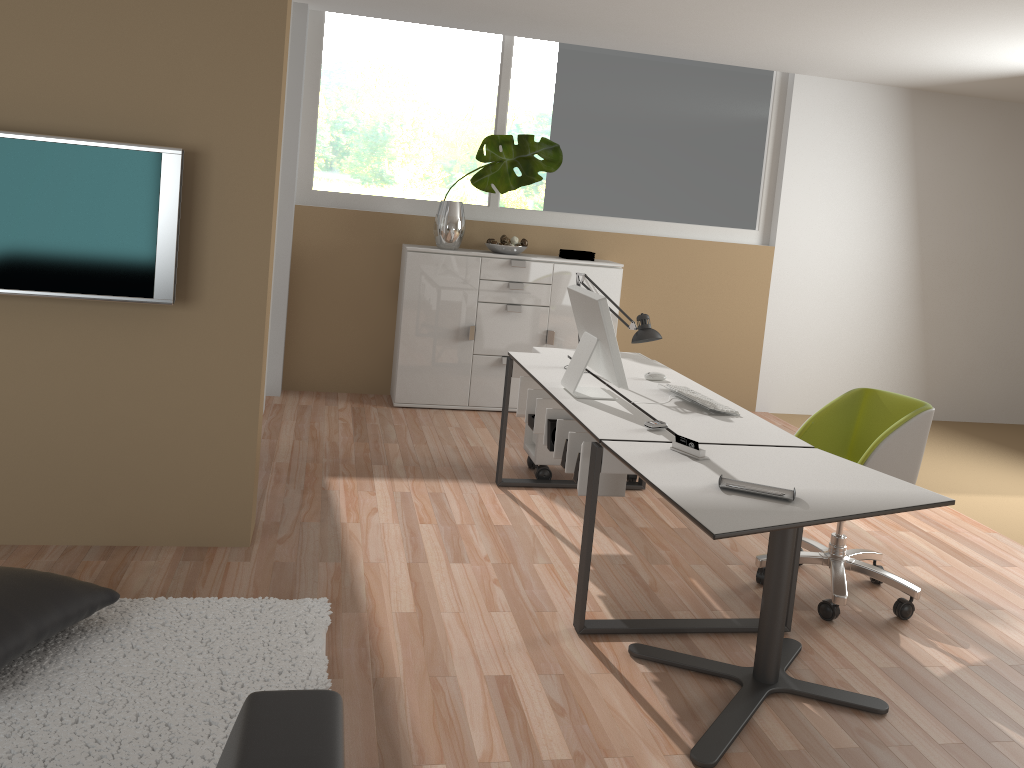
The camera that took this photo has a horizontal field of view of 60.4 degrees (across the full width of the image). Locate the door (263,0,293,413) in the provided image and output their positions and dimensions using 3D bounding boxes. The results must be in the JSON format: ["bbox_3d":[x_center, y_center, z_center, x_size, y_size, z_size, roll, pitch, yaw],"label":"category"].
[{"bbox_3d":[-1.357,-1.005,4.934,0.060,2.618,1.205,4,6,-12],"label":"door"}]

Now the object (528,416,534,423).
[{"bbox_3d":[0.150,0.162,3.951,0.133,0.002,0.121,3,12,-12],"label":"object"}]

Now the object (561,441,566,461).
[{"bbox_3d":[0.262,0.265,3.403,0.133,0.112,0.041,3,6,-12],"label":"object"}]

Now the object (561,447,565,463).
[{"bbox_3d":[0.263,0.266,3.398,0.133,0.112,0.041,3,6,-12],"label":"object"}]

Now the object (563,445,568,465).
[{"bbox_3d":[0.269,0.273,3.369,0.133,0.112,0.041,3,6,-12],"label":"object"}]

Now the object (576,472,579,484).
[{"bbox_3d":[0.306,0.314,3.185,0.133,0.112,0.041,3,6,-12],"label":"object"}]

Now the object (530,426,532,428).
[{"bbox_3d":[0.149,0.194,3.944,0.133,0.002,0.121,3,12,-12],"label":"object"}]

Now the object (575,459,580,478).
[{"bbox_3d":[0.302,0.310,3.205,0.133,0.112,0.041,3,6,-12],"label":"object"}]

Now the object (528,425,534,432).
[{"bbox_3d":[0.149,0.201,3.942,0.133,0.002,0.121,3,12,-12],"label":"object"}]

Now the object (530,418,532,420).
[{"bbox_3d":[0.150,0.159,3.952,0.133,0.002,0.121,3,12,-12],"label":"object"}]

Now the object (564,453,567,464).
[{"bbox_3d":[0.271,0.275,3.360,0.133,0.112,0.041,3,6,-12],"label":"object"}]

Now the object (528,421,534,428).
[{"bbox_3d":[0.149,0.182,3.946,0.133,0.002,0.121,3,12,-12],"label":"object"}]

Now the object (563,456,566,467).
[{"bbox_3d":[0.270,0.274,3.364,0.133,0.112,0.041,3,6,-12],"label":"object"}]

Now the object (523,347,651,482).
[{"bbox_3d":[0.418,0.174,4.804,0.620,0.668,0.313,4,6,-12],"label":"object"}]

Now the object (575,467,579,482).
[{"bbox_3d":[0.304,0.312,3.196,0.133,0.112,0.041,3,6,-12],"label":"object"}]

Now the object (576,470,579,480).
[{"bbox_3d":[0.305,0.313,3.189,0.133,0.112,0.041,3,6,-12],"label":"object"}]

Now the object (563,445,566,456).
[{"bbox_3d":[0.264,0.268,3.391,0.133,0.112,0.041,3,6,-12],"label":"object"}]

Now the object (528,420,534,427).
[{"bbox_3d":[0.149,0.180,3.947,0.133,0.002,0.121,3,12,-12],"label":"object"}]

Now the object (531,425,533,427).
[{"bbox_3d":[0.149,0.185,3.946,0.133,0.002,0.121,3,12,-12],"label":"object"}]

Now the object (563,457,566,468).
[{"bbox_3d":[0.270,0.274,3.362,0.133,0.112,0.041,3,6,-12],"label":"object"}]

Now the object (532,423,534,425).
[{"bbox_3d":[0.149,0.171,3.949,0.133,0.002,0.121,3,12,-12],"label":"object"}]

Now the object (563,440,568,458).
[{"bbox_3d":[0.266,0.269,3.385,0.133,0.112,0.040,3,6,-12],"label":"object"}]

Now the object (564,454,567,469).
[{"bbox_3d":[0.271,0.275,3.358,0.133,0.112,0.041,3,6,-12],"label":"object"}]

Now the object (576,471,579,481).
[{"bbox_3d":[0.306,0.314,3.187,0.133,0.112,0.041,3,6,-12],"label":"object"}]

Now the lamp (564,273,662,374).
[{"bbox_3d":[0.453,-0.221,4.061,0.546,0.523,0.140,13,9,43],"label":"lamp"}]

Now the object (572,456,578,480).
[{"bbox_3d":[0.297,0.304,3.232,0.133,0.112,0.041,3,6,-12],"label":"object"}]

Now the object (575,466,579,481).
[{"bbox_3d":[0.303,0.311,3.198,0.133,0.112,0.041,3,6,-12],"label":"object"}]

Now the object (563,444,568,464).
[{"bbox_3d":[0.268,0.272,3.371,0.133,0.112,0.041,3,6,-12],"label":"object"}]

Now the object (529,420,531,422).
[{"bbox_3d":[0.149,0.173,3.948,0.133,0.002,0.121,3,12,-12],"label":"object"}]

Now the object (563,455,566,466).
[{"bbox_3d":[0.269,0.273,3.367,0.133,0.112,0.041,3,6,-12],"label":"object"}]

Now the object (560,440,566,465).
[{"bbox_3d":[0.262,0.265,3.405,0.133,0.112,0.041,3,6,-12],"label":"object"}]

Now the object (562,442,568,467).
[{"bbox_3d":[0.267,0.271,3.376,0.133,0.112,0.041,3,6,-12],"label":"object"}]

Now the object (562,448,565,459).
[{"bbox_3d":[0.263,0.267,3.396,0.133,0.112,0.041,3,6,-12],"label":"object"}]

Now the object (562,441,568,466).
[{"bbox_3d":[0.267,0.271,3.378,0.133,0.112,0.041,3,6,-12],"label":"object"}]

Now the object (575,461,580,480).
[{"bbox_3d":[0.303,0.311,3.200,0.133,0.112,0.041,3,6,-12],"label":"object"}]

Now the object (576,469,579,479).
[{"bbox_3d":[0.305,0.313,3.191,0.133,0.112,0.041,3,6,-12],"label":"object"}]

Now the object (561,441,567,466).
[{"bbox_3d":[0.265,0.268,3.390,0.133,0.112,0.040,3,6,-12],"label":"object"}]

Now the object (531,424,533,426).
[{"bbox_3d":[0.149,0.180,3.947,0.133,0.002,0.121,3,12,-12],"label":"object"}]

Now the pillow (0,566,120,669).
[{"bbox_3d":[-1.567,0.686,2.521,0.583,0.207,0.617,8,11,13],"label":"pillow"}]

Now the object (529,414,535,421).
[{"bbox_3d":[0.150,0.153,3.953,0.133,0.002,0.121,3,12,-12],"label":"object"}]

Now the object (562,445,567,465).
[{"bbox_3d":[0.267,0.270,3.380,0.133,0.112,0.041,3,6,-12],"label":"object"}]

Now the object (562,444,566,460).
[{"bbox_3d":[0.264,0.267,3.394,0.133,0.112,0.041,3,6,-12],"label":"object"}]

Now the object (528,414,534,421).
[{"bbox_3d":[0.150,0.153,3.953,0.133,0.002,0.121,3,12,-12],"label":"object"}]

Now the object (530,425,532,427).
[{"bbox_3d":[0.149,0.189,3.945,0.133,0.002,0.121,3,12,-12],"label":"object"}]

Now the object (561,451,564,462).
[{"bbox_3d":[0.262,0.266,3.400,0.133,0.112,0.041,3,6,-12],"label":"object"}]

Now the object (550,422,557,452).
[{"bbox_3d":[0.221,0.219,3.608,0.133,0.112,0.040,3,6,-12],"label":"object"}]

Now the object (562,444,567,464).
[{"bbox_3d":[0.266,0.270,3.382,0.133,0.112,0.041,3,6,-12],"label":"object"}]

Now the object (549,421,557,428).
[{"bbox_3d":[0.218,0.216,3.621,0.133,0.112,0.040,3,6,-12],"label":"object"}]

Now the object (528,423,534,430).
[{"bbox_3d":[0.149,0.192,3.944,0.133,0.002,0.121,3,12,-12],"label":"object"}]

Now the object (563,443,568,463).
[{"bbox_3d":[0.268,0.272,3.373,0.133,0.112,0.041,3,6,-12],"label":"object"}]
